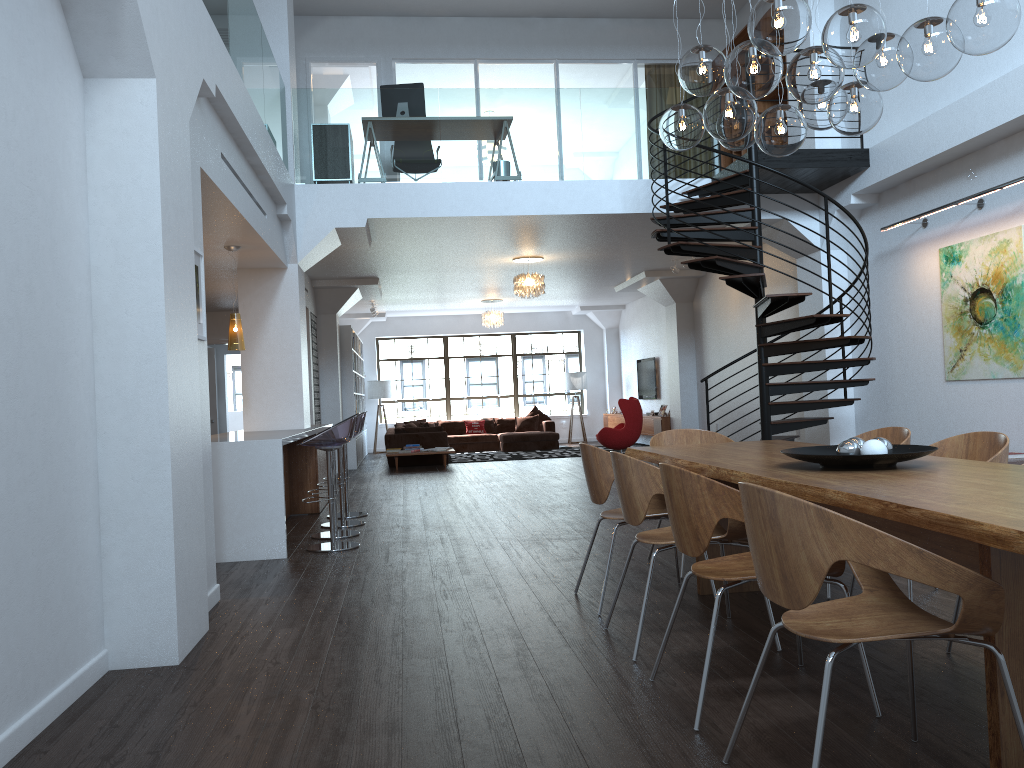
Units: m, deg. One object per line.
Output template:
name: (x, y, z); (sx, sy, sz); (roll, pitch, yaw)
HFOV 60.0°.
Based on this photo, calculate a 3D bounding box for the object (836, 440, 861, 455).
object: (1.355, 0.275, 3.560); (0.100, 0.100, 0.100); (-3, -1, 38)

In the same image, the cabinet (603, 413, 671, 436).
cabinet: (2.554, 0.787, 17.714); (0.459, 0.350, 4.501); (-2, -1, -7)

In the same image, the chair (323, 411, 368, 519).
chair: (-1.629, 0.780, 8.659); (0.481, 1.014, 0.530); (-2, -1, -5)

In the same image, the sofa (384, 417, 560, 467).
sofa: (-0.678, 1.042, 17.206); (3.481, 0.664, 4.197); (-2, -1, -7)

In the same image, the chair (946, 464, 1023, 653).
chair: (2.040, 0.629, 3.272); (0.618, 0.833, 0.629); (-2, -1, -7)

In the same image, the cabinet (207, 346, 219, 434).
cabinet: (-5.209, 0.033, 14.045); (0.527, 2.991, 2.630); (-2, -1, -7)

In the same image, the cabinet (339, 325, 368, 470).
cabinet: (-3.142, 0.274, 17.028); (0.461, 2.414, 4.500); (-2, -1, -7)

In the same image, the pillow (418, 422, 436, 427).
pillow: (-1.763, 0.949, 18.551); (0.489, 0.337, 0.238); (-2, -1, -38)

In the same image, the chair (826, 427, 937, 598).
chair: (1.841, 0.659, 4.791); (0.617, 0.830, 0.629); (-2, -1, -7)

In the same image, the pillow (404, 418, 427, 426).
pillow: (-1.965, 0.941, 18.624); (0.580, 0.418, 0.334); (-2, -1, -34)

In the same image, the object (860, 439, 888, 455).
object: (1.421, 0.267, 3.482); (0.100, 0.100, 0.100); (-3, -1, 38)

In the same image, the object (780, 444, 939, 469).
object: (1.391, 0.296, 3.571); (0.592, 0.066, 0.592); (-3, -1, 41)

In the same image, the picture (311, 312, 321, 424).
picture: (-2.963, 0.128, 13.481); (0.021, 2.380, 0.800); (-2, -1, -7)

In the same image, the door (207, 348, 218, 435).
door: (-4.885, 0.479, 13.418); (0.826, 2.032, 0.174); (-2, -1, -7)

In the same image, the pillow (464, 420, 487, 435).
pillow: (-0.777, 0.925, 18.815); (0.465, 0.308, 0.220); (-2, -1, -11)

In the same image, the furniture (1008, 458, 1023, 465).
furniture: (3.637, 0.804, 7.006); (0.907, 0.453, 1.819); (-2, -1, -7)

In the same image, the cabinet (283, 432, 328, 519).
cabinet: (-2.365, 0.914, 8.613); (0.898, 0.796, 4.493); (-2, -1, -7)

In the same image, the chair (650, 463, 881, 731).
chair: (0.836, 0.681, 3.118); (0.618, 0.833, 0.629); (-2, -1, -7)

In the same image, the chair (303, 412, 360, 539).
chair: (-1.492, 0.755, 7.399); (0.481, 1.014, 0.530); (-2, -1, -9)

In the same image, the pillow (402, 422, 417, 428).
pillow: (-1.889, 0.929, 17.003); (0.325, 0.391, 0.625); (-3, -1, 9)

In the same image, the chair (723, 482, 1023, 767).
chair: (0.929, 0.665, 2.356); (0.618, 0.833, 0.629); (-2, -1, -7)

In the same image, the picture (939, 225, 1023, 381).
picture: (3.977, -0.640, 7.508); (0.010, 1.200, 1.095); (-2, -1, -7)

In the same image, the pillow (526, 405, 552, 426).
pillow: (0.490, 0.754, 19.019); (0.651, 0.587, 0.335); (-2, -1, -28)

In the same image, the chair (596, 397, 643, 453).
chair: (1.816, 0.728, 14.967); (0.801, 1.006, 0.798); (-3, -1, 18)

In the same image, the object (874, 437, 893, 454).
object: (1.478, 0.264, 3.565); (0.100, 0.100, 0.100); (-3, -1, 38)

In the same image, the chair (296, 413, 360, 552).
chair: (-1.387, 0.741, 6.775); (0.481, 1.014, 0.530); (-2, -1, -5)

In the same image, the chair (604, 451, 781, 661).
chair: (0.743, 0.696, 3.876); (0.618, 0.833, 0.629); (-2, -1, -7)

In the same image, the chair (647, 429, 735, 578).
chair: (1.173, 0.701, 5.472); (0.629, 0.833, 0.618); (-2, -1, -12)

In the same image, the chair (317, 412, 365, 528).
chair: (-1.552, 0.767, 8.033); (0.481, 1.014, 0.530); (-2, -1, -9)

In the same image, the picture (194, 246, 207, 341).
picture: (-1.718, -0.498, 4.781); (0.018, 0.500, 0.500); (-2, -1, -7)

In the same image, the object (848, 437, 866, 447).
object: (1.412, 0.268, 3.642); (0.100, 0.100, 0.100); (-3, -1, 38)

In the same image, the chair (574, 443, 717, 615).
chair: (0.666, 0.711, 4.653); (0.618, 0.833, 0.629); (-2, -1, -9)

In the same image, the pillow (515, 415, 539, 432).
pillow: (0.309, 0.842, 18.829); (0.542, 0.362, 0.248); (-3, -1, 14)

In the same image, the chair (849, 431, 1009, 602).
chair: (1.928, 0.646, 4.028); (0.618, 0.833, 0.629); (-2, -1, -6)
